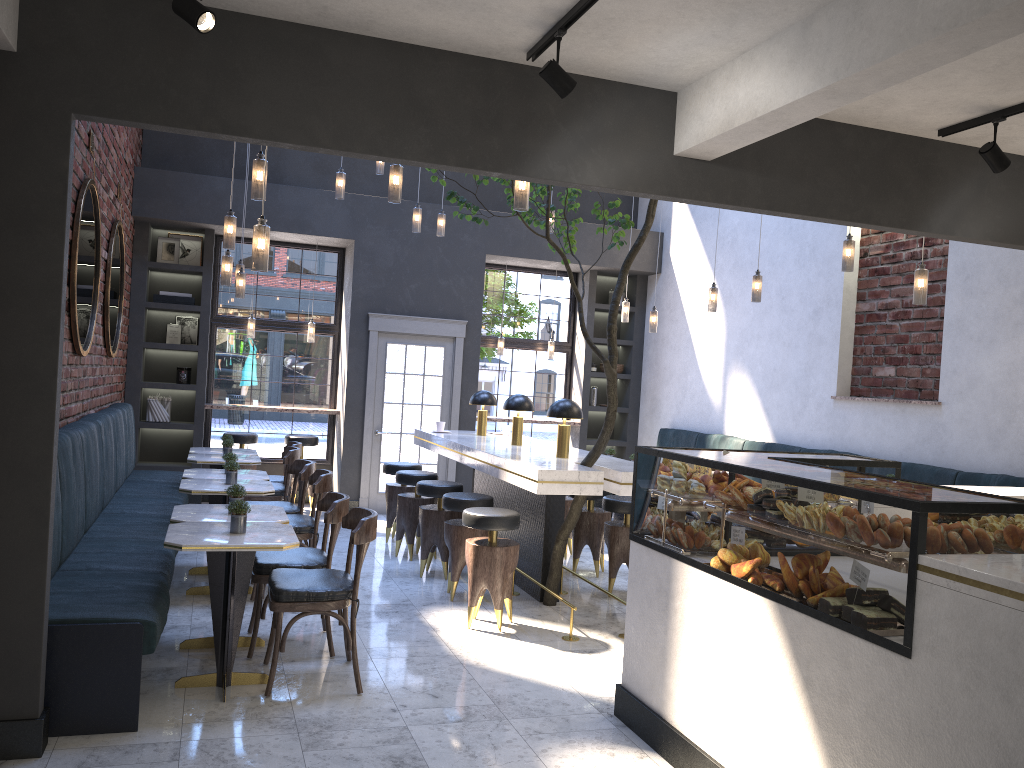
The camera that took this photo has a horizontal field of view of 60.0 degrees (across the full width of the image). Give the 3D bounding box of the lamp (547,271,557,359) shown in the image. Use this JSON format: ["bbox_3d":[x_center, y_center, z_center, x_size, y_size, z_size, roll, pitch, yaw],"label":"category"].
[{"bbox_3d":[0.523,-1.022,11.010,0.078,1.429,0.078,4,1,11],"label":"lamp"}]

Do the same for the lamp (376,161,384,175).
[{"bbox_3d":[-1.166,-4.101,8.635,0.078,4.105,0.078,3,1,-34],"label":"lamp"}]

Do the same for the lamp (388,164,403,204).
[{"bbox_3d":[-0.580,-3.141,5.300,0.078,4.105,0.078,4,1,11],"label":"lamp"}]

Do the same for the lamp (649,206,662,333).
[{"bbox_3d":[1.551,-2.570,8.951,0.078,4.105,0.078,3,1,-34],"label":"lamp"}]

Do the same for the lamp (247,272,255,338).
[{"bbox_3d":[-2.866,-1.226,9.866,0.078,1.429,0.078,4,1,11],"label":"lamp"}]

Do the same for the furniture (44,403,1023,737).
[{"bbox_3d":[-0.167,0.964,7.008,6.022,1.151,5.339,3,0,-19],"label":"furniture"}]

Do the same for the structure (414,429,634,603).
[{"bbox_3d":[0.039,1.026,7.150,0.990,1.050,3.489,3,0,-19],"label":"structure"}]

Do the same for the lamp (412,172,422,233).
[{"bbox_3d":[-0.756,-3.446,8.133,0.078,4.105,0.078,3,1,-34],"label":"lamp"}]

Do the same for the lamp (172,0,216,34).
[{"bbox_3d":[-1.106,-1.339,3.094,0.157,0.235,0.087,4,1,22],"label":"lamp"}]

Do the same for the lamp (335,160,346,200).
[{"bbox_3d":[-1.343,-3.628,7.530,0.078,4.105,0.078,3,1,-34],"label":"lamp"}]

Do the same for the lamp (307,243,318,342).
[{"bbox_3d":[-2.244,-1.188,10.076,0.078,1.429,0.078,4,1,34],"label":"lamp"}]

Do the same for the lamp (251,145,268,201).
[{"bbox_3d":[-1.277,-3.068,4.877,0.078,4.105,0.078,3,1,-34],"label":"lamp"}]

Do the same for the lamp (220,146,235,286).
[{"bbox_3d":[-1.995,-2.779,6.551,0.078,4.105,0.078,3,1,-11],"label":"lamp"}]

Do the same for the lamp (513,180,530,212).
[{"bbox_3d":[0.172,-2.965,4.645,0.078,4.105,0.078,4,1,11],"label":"lamp"}]

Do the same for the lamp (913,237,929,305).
[{"bbox_3d":[2.693,-2.551,5.560,0.078,4.105,0.078,3,1,-34],"label":"lamp"}]

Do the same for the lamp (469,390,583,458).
[{"bbox_3d":[0.697,-1.078,3.545,4.183,3.257,8.832,3,0,-35],"label":"lamp"}]

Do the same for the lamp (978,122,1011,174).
[{"bbox_3d":[2.319,-1.133,4.253,0.157,0.235,0.087,3,1,-25],"label":"lamp"}]

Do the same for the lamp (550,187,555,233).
[{"bbox_3d":[0.492,-3.524,8.606,0.078,4.105,0.078,3,1,-34],"label":"lamp"}]

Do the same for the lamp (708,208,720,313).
[{"bbox_3d":[1.914,-2.690,7.896,0.078,4.105,0.078,4,1,34],"label":"lamp"}]

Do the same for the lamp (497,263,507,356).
[{"bbox_3d":[-0.099,-1.059,10.800,0.078,1.429,0.078,4,1,34],"label":"lamp"}]

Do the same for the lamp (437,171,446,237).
[{"bbox_3d":[-0.589,-3.530,8.848,0.078,4.105,0.078,3,1,-34],"label":"lamp"}]

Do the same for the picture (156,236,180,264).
[{"bbox_3d":[-3.764,-1.451,9.712,0.230,0.313,0.061,3,1,-19],"label":"picture"}]

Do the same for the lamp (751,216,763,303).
[{"bbox_3d":[2.130,-2.722,7.259,0.078,4.105,0.078,4,1,34],"label":"lamp"}]

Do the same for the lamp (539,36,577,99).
[{"bbox_3d":[0.186,-1.263,3.533,0.157,0.238,0.087,3,1,-25],"label":"lamp"}]

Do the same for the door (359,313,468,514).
[{"bbox_3d":[-1.125,0.358,9.950,1.132,2.219,0.152,3,1,-19],"label":"door"}]

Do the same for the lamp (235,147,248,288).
[{"bbox_3d":[-2.422,-2.946,8.252,0.078,4.105,0.078,3,1,-34],"label":"lamp"}]

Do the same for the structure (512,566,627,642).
[{"bbox_3d":[0.012,1.445,7.155,0.496,0.210,3.497,3,0,-19],"label":"structure"}]

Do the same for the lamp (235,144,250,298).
[{"bbox_3d":[-2.248,-2.799,7.711,0.078,4.105,0.078,3,1,-34],"label":"lamp"}]

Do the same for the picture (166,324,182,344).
[{"bbox_3d":[-3.727,-0.548,9.775,0.161,0.227,0.049,3,1,-18],"label":"picture"}]

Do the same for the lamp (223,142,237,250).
[{"bbox_3d":[-1.779,-2.958,5.939,0.078,4.105,0.078,3,1,-11],"label":"lamp"}]

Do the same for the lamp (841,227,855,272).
[{"bbox_3d":[2.488,-2.842,6.219,0.078,4.105,0.078,3,1,-34],"label":"lamp"}]

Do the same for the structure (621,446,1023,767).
[{"bbox_3d":[2.987,1.102,2.010,3.206,1.300,5.804,3,0,-19],"label":"structure"}]

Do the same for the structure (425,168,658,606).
[{"bbox_3d":[0.527,-1.410,6.203,3.743,5.989,2.807,4,1,25],"label":"structure"}]

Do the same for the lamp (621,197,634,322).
[{"bbox_3d":[1.348,-2.719,9.579,0.078,4.105,0.078,3,1,-34],"label":"lamp"}]

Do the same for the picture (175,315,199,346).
[{"bbox_3d":[-3.610,-0.591,9.839,0.247,0.326,0.044,3,1,-18],"label":"picture"}]

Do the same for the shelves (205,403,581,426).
[{"bbox_3d":[-1.295,0.365,10.453,4.403,0.043,0.384,3,0,-19],"label":"shelves"}]

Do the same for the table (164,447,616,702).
[{"bbox_3d":[-0.168,1.164,6.968,4.600,0.751,4.829,3,0,-19],"label":"table"}]

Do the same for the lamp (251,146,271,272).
[{"bbox_3d":[-1.088,-2.590,4.235,0.078,4.105,0.078,3,1,-34],"label":"lamp"}]
